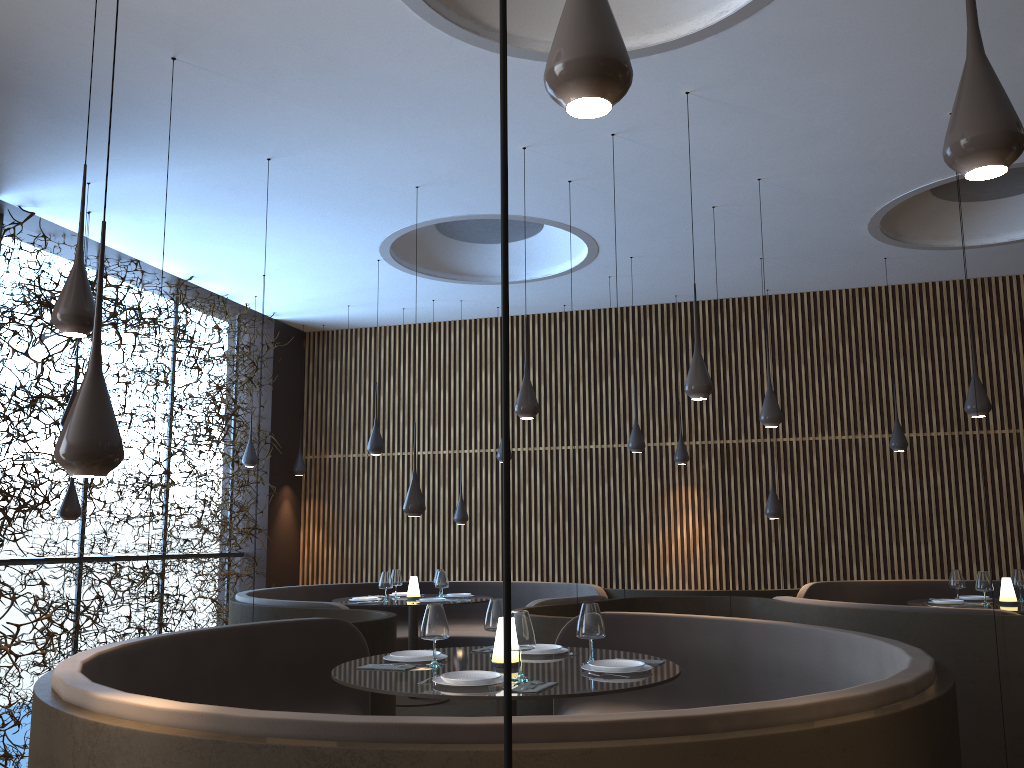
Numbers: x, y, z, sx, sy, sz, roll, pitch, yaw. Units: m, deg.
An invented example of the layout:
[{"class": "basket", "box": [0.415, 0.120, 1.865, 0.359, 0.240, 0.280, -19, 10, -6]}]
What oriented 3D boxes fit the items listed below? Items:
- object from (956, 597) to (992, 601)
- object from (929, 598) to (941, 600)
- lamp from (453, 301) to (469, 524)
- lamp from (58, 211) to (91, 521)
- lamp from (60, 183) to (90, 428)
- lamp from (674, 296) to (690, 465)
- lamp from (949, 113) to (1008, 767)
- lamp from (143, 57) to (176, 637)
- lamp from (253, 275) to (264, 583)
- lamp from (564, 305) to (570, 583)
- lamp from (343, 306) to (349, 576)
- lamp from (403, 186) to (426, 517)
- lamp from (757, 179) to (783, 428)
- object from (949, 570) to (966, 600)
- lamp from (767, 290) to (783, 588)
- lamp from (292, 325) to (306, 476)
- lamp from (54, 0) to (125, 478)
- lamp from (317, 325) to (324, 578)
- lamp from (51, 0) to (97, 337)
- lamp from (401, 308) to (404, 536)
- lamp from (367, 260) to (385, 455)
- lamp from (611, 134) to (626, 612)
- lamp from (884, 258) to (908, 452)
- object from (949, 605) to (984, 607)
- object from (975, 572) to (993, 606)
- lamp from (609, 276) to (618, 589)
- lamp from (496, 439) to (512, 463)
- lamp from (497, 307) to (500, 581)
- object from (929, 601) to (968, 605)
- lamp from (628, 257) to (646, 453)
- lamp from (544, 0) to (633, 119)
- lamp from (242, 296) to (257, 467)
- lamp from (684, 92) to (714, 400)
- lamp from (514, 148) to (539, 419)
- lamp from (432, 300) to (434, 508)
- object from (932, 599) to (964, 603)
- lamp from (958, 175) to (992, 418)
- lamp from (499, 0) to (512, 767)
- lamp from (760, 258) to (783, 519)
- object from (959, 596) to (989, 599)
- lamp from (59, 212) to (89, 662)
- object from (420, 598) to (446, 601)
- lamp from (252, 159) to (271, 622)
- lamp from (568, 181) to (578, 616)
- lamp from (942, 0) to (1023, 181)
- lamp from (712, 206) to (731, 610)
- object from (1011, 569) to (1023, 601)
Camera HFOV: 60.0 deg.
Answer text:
[{"class": "object", "box": [4.439, 2.065, 8.514, 0.332, 0.014, 0.333, 6, -12, -35]}, {"class": "object", "box": [4.139, 2.080, 8.548, 0.126, 0.017, 0.263, -1, -10, 3]}, {"class": "lamp", "box": [-0.668, 0.345, 11.634, 0.196, 2.950, 0.196, -1, -8, 1]}, {"class": "lamp", "box": [-4.067, -0.204, 8.344, 0.196, 2.950, 0.196, 6, -11, -38]}, {"class": "lamp", "box": [-3.755, -0.687, 7.716, 0.196, 2.215, 0.196, 6, -11, -38]}, {"class": "lamp", "box": [2.170, -0.066, 11.525, 0.196, 2.215, 0.196, -1, -8, 1]}, {"class": "lamp", "box": [3.345, 1.048, 6.239, 0.196, 6.252, 0.196, 6, -11, -38]}, {"class": "lamp", "box": [-2.211, 0.943, 5.395, 0.196, 6.252, 0.196, 4, -10, -28]}, {"class": "lamp", "box": [-2.956, 1.787, 10.186, 0.196, 6.252, 0.196, -8, -11, 41]}, {"class": "lamp", "box": [0.743, 2.016, 11.654, 0.196, 6.252, 0.196, -8, -11, 41]}, {"class": "lamp", "box": [-2.198, 2.029, 11.599, 0.196, 6.252, 0.196, -8, -11, 41]}, {"class": "lamp", "box": [-0.847, -0.324, 7.803, 0.196, 2.950, 0.196, -2, -9, 11]}, {"class": "lamp", "box": [2.212, -0.729, 7.741, 0.196, 2.215, 0.196, 6, -11, -38]}, {"class": "object", "box": [4.190, 1.899, 8.343, 0.142, 0.294, 0.142, 8, -12, -42]}, {"class": "lamp", "box": [3.321, 1.878, 10.983, 0.196, 6.252, 0.196, -6, -10, 31]}, {"class": "lamp", "box": [-3.084, 0.229, 12.978, 0.196, 2.215, 0.196, -8, -11, 41]}, {"class": "lamp", "box": [-1.303, -1.176, 2.919, 0.196, 2.950, 0.196, 2, -9, -18]}, {"class": "lamp", "box": [-2.768, 2.220, 12.665, 0.196, 6.252, 0.196, -8, -11, 41]}, {"class": "lamp", "box": [-1.989, -1.318, 4.173, 0.196, 2.215, 0.196, -2, -9, 11]}, {"class": "lamp", "box": [-1.470, 2.053, 11.770, 0.196, 6.252, 0.196, -1, -8, 1]}, {"class": "lamp", "box": [-1.512, -0.315, 9.941, 0.196, 2.215, 0.196, -1, -8, 1]}, {"class": "lamp", "box": [0.822, 1.121, 6.547, 0.196, 6.252, 0.196, 6, -11, -38]}, {"class": "lamp", "box": [4.294, -0.348, 10.012, 0.196, 2.215, 0.196, 1, -9, -9]}, {"class": "object", "box": [3.969, 1.940, 7.738, 0.262, 0.017, 0.127, 1, -10, -6]}, {"class": "object", "box": [4.187, 1.814, 7.860, 0.142, 0.294, 0.142, -1, -9, 4]}, {"class": "lamp", "box": [1.215, 1.784, 10.353, 0.196, 6.252, 0.196, -6, -10, 31]}, {"class": "lamp", "box": [-0.102, -0.131, 11.053, 0.196, 2.215, 0.196, -1, -8, 1]}, {"class": "lamp", "box": [-0.169, 2.037, 11.737, 0.196, 6.252, 0.196, -6, -10, 31]}, {"class": "object", "box": [3.954, 1.985, 8.038, 0.332, 0.014, 0.333, -1, -10, 3]}, {"class": "lamp", "box": [1.365, -0.343, 9.910, 0.196, 2.215, 0.196, -1, -8, 1]}, {"class": "lamp", "box": [0.159, -1.698, 2.098, 0.196, 2.215, 0.196, -4, -9, 21]}, {"class": "lamp", "box": [-3.334, -0.046, 11.398, 0.196, 2.215, 0.196, -8, -11, 41]}, {"class": "lamp", "box": [1.265, -0.993, 6.194, 0.196, 2.215, 0.196, 6, -11, -38]}, {"class": "lamp", "box": [0.108, -0.827, 7.069, 0.196, 2.215, 0.196, 6, -11, -38]}, {"class": "lamp", "box": [-1.023, 1.976, 11.350, 0.196, 6.252, 0.196, -6, -10, 31]}, {"class": "object", "box": [3.954, 1.976, 8.039, 0.263, 0.029, 0.264, -5, -11, 22]}, {"class": "lamp", "box": [3.696, -0.836, 7.198, 0.196, 2.215, 0.196, 6, -11, -38]}, {"class": "lamp", "box": [-0.004, 0.094, 0.643, 0.196, 6.252, 0.196, -4, -9, 21]}, {"class": "lamp", "box": [2.863, 0.020, 9.935, 0.196, 2.950, 0.196, -1, -8, 1]}, {"class": "object", "box": [4.439, 2.055, 8.515, 0.263, 0.029, 0.264, 7, -13, -38]}, {"class": "lamp", "box": [-4.077, 1.435, 8.122, 0.196, 6.252, 0.196, -8, -11, 41]}, {"class": "object", "box": [-0.789, 2.148, 8.815, 0.263, 0.029, 0.264, -4, -11, 21]}, {"class": "lamp", "box": [-2.010, 1.214, 6.951, 0.196, 6.252, 0.196, 4, -10, -28]}, {"class": "lamp", "box": [0.539, 1.283, 7.458, 0.196, 6.252, 0.196, 6, -11, -38]}, {"class": "lamp", "box": [1.226, -1.644, 2.470, 0.196, 2.215, 0.196, -2, -9, 11]}, {"class": "lamp", "box": [1.969, 1.384, 8.097, 0.196, 6.252, 0.196, -6, -10, 31]}, {"class": "object", "box": [4.785, 1.895, 8.351, 0.142, 0.294, 0.142, 6, -11, -36]}]
